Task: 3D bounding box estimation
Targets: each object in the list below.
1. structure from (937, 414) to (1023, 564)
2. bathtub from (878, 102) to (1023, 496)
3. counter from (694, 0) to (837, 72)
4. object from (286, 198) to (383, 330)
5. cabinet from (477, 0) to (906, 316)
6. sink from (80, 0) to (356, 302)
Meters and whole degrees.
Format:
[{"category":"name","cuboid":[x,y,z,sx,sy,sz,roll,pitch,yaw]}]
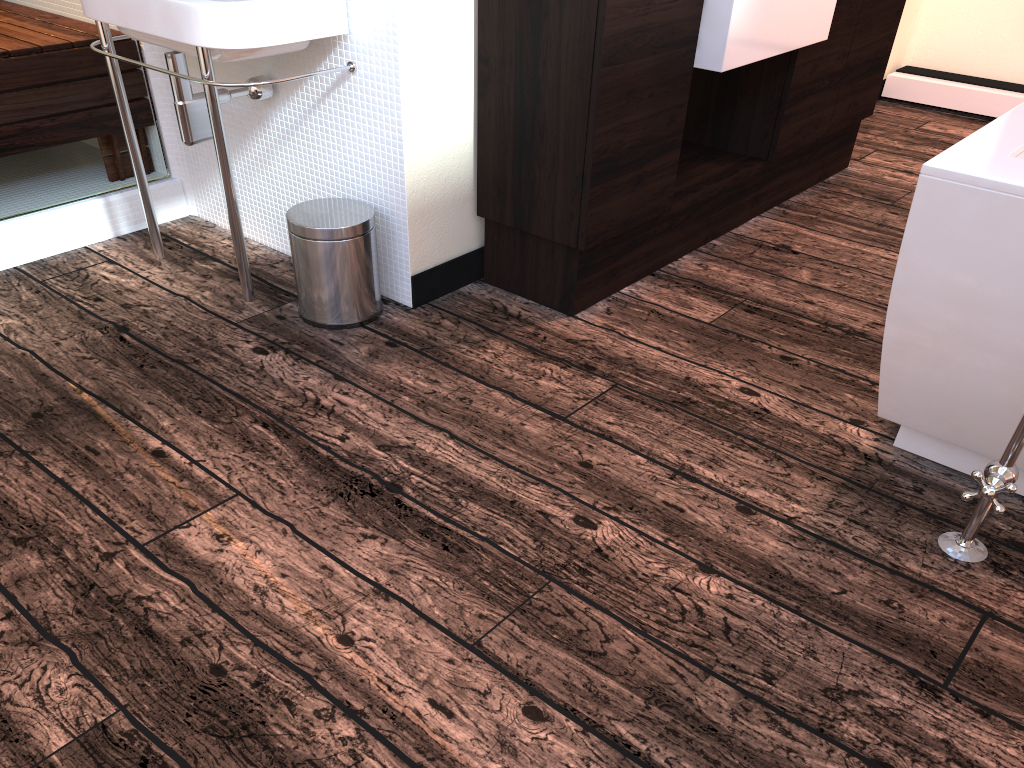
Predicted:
[{"category":"structure","cuboid":[1.022,-0.170,1.388,0.550,1.141,0.379,-21,42,-29]},{"category":"bathtub","cuboid":[1.651,-0.404,2.081,0.792,0.707,2.192,28,42,31]},{"category":"counter","cuboid":[0.687,-1.278,2.540,0.438,0.302,1.835,28,42,31]},{"category":"object","cuboid":[-0.453,-0.344,2.280,0.222,0.312,0.218,4,36,3]},{"category":"cabinet","cuboid":[0.656,-1.020,2.749,0.383,0.940,1.836,28,43,31]},{"category":"sink","cuboid":[-0.741,-0.701,2.274,0.675,0.800,0.342,27,43,31]}]
